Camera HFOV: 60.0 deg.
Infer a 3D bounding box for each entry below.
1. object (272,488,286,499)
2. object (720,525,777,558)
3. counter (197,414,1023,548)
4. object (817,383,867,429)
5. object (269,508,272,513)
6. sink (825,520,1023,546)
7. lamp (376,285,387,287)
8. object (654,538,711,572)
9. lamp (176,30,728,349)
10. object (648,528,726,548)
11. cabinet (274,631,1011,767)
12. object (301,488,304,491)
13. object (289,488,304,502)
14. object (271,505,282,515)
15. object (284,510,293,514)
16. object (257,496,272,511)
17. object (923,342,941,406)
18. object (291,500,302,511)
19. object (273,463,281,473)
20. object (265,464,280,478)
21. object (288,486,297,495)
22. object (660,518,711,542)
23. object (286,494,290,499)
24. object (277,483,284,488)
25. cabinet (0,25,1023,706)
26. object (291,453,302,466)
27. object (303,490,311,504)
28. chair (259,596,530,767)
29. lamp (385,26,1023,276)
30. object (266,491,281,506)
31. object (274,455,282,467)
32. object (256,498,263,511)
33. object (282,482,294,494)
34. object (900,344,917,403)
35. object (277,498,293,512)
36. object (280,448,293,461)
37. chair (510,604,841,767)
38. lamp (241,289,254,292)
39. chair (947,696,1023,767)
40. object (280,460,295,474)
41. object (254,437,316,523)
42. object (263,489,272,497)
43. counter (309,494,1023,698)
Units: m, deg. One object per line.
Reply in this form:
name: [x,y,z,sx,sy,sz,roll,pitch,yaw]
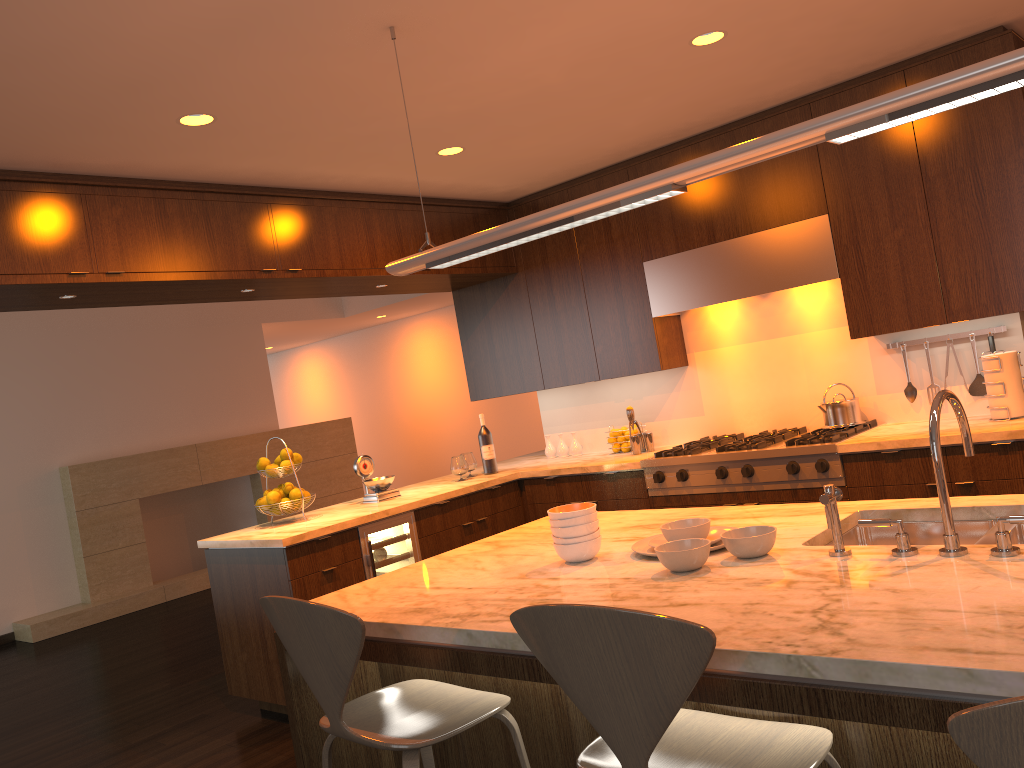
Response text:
object: [-1.227,0.582,4.666,0.077,0.075,0.077,-10,0,15]
object: [0.587,0.393,2.187,0.138,0.059,0.139,-10,0,-23]
counter: [0.750,0.423,4.578,3.616,0.038,3.187,-10,0,42]
object: [1.676,0.103,4.531,0.221,0.218,0.221,-10,0,26]
object: [-1.270,0.669,4.733,0.056,0.053,0.057,-10,0,2]
sink: [1.149,0.454,2.103,0.813,0.176,0.457,-10,0,42]
lamp: [-0.761,-0.573,5.173,0.068,0.004,0.068,-10,0,22]
object: [0.420,0.422,2.164,0.138,0.059,0.139,-10,0,-23]
lamp: [-3.254,-0.682,8.938,16.431,0.171,5.868,-10,0,41]
object: [0.479,0.428,2.409,0.216,0.025,0.217,-10,0,-31]
cabinet: [0.828,0.865,2.046,2.713,0.876,1.281,-10,0,42]
object: [-1.153,0.596,4.838,0.055,0.057,0.056,-10,0,-3]
object: [-1.128,0.582,4.642,0.077,0.074,0.078,-10,0,-33]
object: [-1.237,0.658,4.679,0.063,0.069,0.070,-10,0,4]
object: [-1.198,0.663,4.738,0.062,0.062,0.062,-10,0,-4]
object: [-1.293,0.624,4.645,0.077,0.077,0.077,-10,0,-37]
object: [2.046,-0.052,4.329,0.066,0.314,0.004,-10,0,42]
object: [-1.141,0.637,4.701,0.078,0.075,0.078,-10,0,20]
object: [-1.276,0.461,4.768,0.070,0.068,0.062,-10,0,1]
object: [-1.267,0.460,4.696,0.078,0.072,0.077,-10,0,8]
object: [-1.160,0.583,4.741,0.070,0.072,0.071,-10,0,5]
object: [0.475,0.408,2.409,0.138,0.059,0.139,-10,0,-23]
object: [-1.217,0.599,4.786,0.072,0.068,0.071,-10,0,-41]
object: [-1.220,0.557,4.730,0.063,0.059,0.061,-10,0,-15]
cabinet: [0.589,-0.167,3.058,5.521,2.997,7.728,-10,0,42]
object: [-1.158,0.404,4.745,0.071,0.074,0.070,-10,0,-27]
object: [-1.122,0.611,4.790,0.073,0.072,0.071,-10,0,-5]
chair: [-0.253,0.965,2.162,0.506,1.047,0.520,-10,0,-43]
lamp: [0.487,-0.873,2.044,2.465,0.765,0.120,-10,0,42]
object: [-1.234,0.593,4.598,0.068,0.077,0.079,-10,0,17]
object: [-1.241,0.412,4.742,0.061,0.063,0.062,-10,0,-24]
object: [-1.327,0.639,4.719,0.068,0.069,0.065,-10,0,19]
object: [-1.177,0.548,4.664,0.060,0.063,0.062,-10,0,-41]
object: [1.962,-0.053,4.398,0.061,0.296,0.020,-10,0,40]
object: [-1.185,0.632,4.632,0.078,0.076,0.078,-10,0,29]
object: [-1.197,0.375,4.706,0.068,0.072,0.071,-10,0,-2]
chair: [0.359,0.858,1.668,0.520,1.047,0.506,-10,0,42]
lamp: [-1.343,-0.475,4.506,0.068,0.004,0.068,-10,0,22]
chair: [0.798,0.781,1.066,0.520,1.047,0.506,-10,0,17]
object: [-1.189,0.438,4.690,0.078,0.077,0.077,-10,0,-32]
object: [-1.228,0.510,4.729,0.324,0.461,0.324,-10,0,1]
object: [-1.286,0.593,4.712,0.067,0.071,0.069,-10,0,-13]
counter: [0.751,0.414,2.048,2.711,0.038,1.280,-10,0,42]
